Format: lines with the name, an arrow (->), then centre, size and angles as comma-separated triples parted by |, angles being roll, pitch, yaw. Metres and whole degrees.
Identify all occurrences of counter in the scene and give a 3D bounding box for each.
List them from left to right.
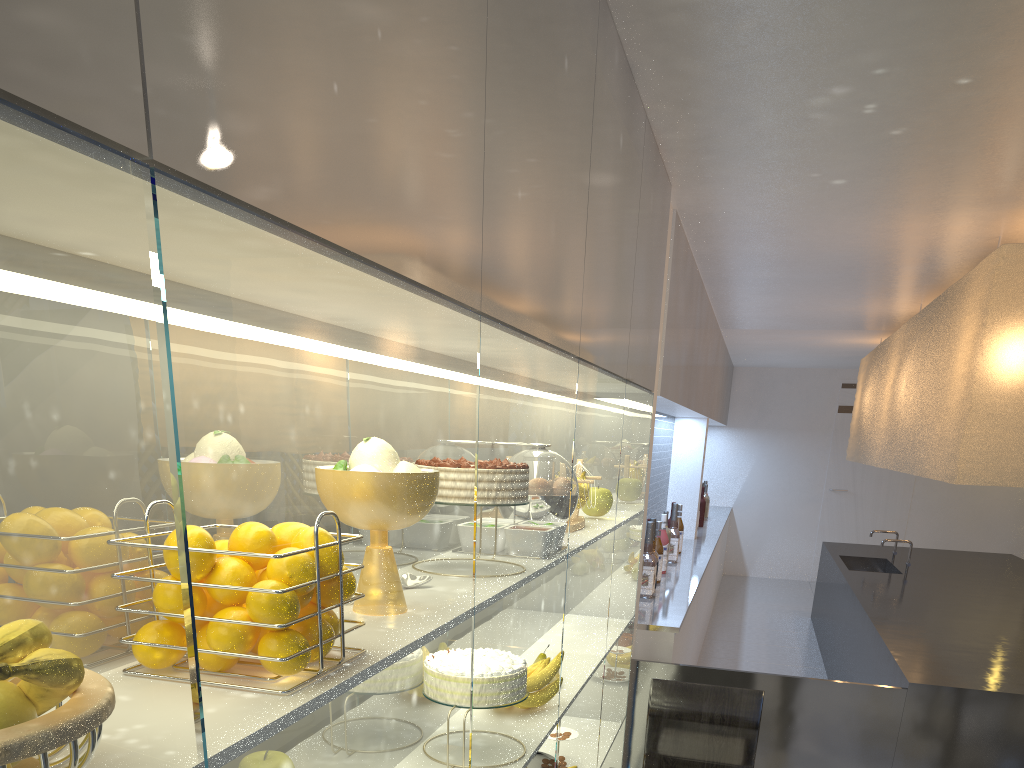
counter -> 0.752, 0.880, 3.570 | 0.230, 0.458, 3.484 | 6, -2, 17
counter -> 1.524, 0.884, 2.749 | 0.808, 0.395, 2.413 | 2, -3, 17

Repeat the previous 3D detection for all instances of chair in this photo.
chair -> 0.298, 0.737, 1.384 | 0.190, 0.469, 0.221 | 6, 14, 16

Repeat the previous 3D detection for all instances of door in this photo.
door -> 0.841, 0.425, 2.603 | 0.466, 1.254, 5.342 | 10, 2, 29

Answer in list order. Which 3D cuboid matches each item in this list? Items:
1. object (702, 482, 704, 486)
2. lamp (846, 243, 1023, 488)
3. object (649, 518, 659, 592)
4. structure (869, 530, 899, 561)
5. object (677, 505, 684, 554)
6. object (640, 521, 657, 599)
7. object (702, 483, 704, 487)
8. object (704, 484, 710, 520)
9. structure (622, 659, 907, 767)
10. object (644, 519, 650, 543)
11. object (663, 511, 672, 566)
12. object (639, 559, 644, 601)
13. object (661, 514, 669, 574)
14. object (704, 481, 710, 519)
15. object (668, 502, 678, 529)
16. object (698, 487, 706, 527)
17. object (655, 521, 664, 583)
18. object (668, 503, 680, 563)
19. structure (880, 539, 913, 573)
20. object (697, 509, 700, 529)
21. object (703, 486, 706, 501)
object -> 0.934, 0.589, 4.090 | 0.045, 0.217, 0.043 | 7, 17, 17
lamp -> 1.400, 0.049, 2.536 | 0.444, 0.446, 2.209 | 4, -2, 17
object -> 0.086, 0.342, 1.250 | 0.104, 0.305, 1.989 | 7, -1, 19
structure -> 1.518, 0.660, 3.367 | 0.112, 0.133, 0.032 | 4, 16, 14
object -> 0.594, 0.521, 2.944 | 0.042, 0.194, 0.038 | -2, 16, -13
object -> 0.073, 0.339, 1.207 | 0.046, 0.306, 1.912 | 7, -1, 18
object -> 0.913, 0.583, 4.009 | 0.046, 0.218, 0.042 | 6, 17, 15
object -> 0.984, 0.606, 4.205 | 0.045, 0.200, 0.041 | 6, 16, 15
structure -> 0.518, 0.795, 1.777 | 0.552, 0.397, 0.011 | 3, 17, 14
object -> 0.070, 0.344, 1.299 | 0.066, 0.305, 2.055 | 7, -1, 17
object -> 0.481, 0.494, 2.612 | 0.045, 0.200, 0.042 | -6, 18, -26
object -> 0.028, 0.334, 1.153 | 0.045, 0.306, 1.795 | 8, -1, 18
object -> 0.453, 0.485, 2.495 | 0.043, 0.199, 0.039 | 7, 17, 16
object -> 0.994, 0.601, 4.262 | 0.045, 0.217, 0.044 | -8, 19, -31
object -> 0.559, 0.509, 2.882 | 0.044, 0.207, 0.042 | 4, 16, 7
object -> 0.887, 0.579, 3.870 | 0.044, 0.207, 0.042 | 4, 16, 7
object -> 0.071, 0.338, 1.224 | 0.058, 0.310, 2.329 | 7, -1, 18
object -> 0.532, 0.494, 2.722 | 0.045, 0.217, 0.043 | 7, 17, 17
structure -> 1.424, 0.639, 3.057 | 0.112, 0.133, 0.032 | 4, 16, 14
object -> 0.842, 0.579, 3.779 | 0.042, 0.194, 0.038 | -2, 16, -13
object -> 0.954, 0.602, 4.158 | 0.045, 0.200, 0.042 | -6, 18, -27
